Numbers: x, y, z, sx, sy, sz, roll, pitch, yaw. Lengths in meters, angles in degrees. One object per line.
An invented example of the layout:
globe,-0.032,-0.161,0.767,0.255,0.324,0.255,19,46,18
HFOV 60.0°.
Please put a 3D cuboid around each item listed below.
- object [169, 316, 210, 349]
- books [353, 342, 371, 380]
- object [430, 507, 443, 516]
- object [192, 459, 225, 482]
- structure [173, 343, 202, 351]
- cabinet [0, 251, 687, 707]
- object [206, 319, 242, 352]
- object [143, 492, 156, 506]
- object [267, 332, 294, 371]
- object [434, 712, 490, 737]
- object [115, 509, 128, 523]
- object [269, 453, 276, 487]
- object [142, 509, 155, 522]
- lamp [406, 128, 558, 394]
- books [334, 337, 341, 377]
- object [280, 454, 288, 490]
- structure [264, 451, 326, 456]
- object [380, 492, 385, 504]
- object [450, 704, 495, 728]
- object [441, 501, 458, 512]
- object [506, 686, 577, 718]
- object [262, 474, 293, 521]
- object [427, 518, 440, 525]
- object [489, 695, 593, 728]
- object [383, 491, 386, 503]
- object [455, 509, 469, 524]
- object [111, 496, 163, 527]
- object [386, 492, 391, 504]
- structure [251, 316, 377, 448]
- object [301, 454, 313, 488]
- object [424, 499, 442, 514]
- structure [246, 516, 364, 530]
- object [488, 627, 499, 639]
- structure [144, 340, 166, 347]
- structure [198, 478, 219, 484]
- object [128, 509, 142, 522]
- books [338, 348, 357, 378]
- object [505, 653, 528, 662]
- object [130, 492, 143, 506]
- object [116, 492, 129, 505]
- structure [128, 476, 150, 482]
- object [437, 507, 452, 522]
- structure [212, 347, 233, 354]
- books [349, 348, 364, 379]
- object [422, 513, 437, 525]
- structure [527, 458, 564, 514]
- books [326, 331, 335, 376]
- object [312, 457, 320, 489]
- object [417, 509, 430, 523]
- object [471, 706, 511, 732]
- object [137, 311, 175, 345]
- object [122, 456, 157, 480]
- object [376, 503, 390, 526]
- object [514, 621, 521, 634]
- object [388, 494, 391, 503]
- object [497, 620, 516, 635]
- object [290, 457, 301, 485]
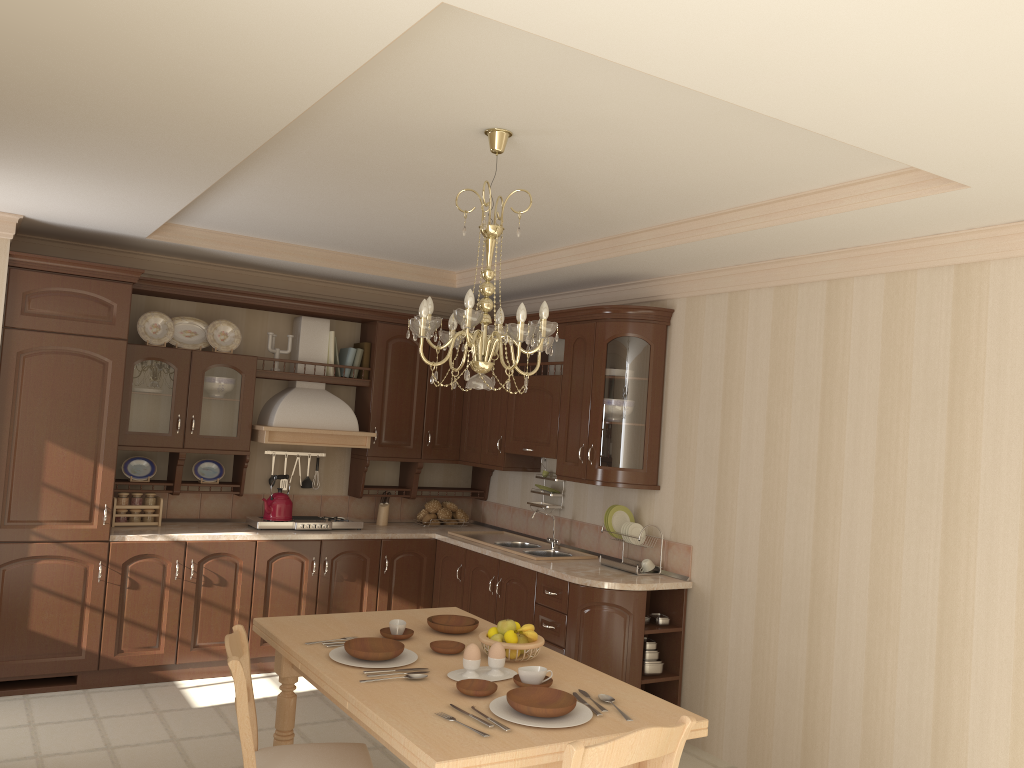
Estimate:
object,-2.020,-0.320,5.541,0.342,0.209,0.073,6,-3,-31
books,-1.046,-0.157,6.158,0.052,0.254,0.205,6,-3,-32
object,-0.549,0.927,6.452,0.110,0.092,0.113,3,-3,20
object,-1.916,0.546,5.605,0.202,0.143,0.071,6,-3,-34
structure,-2.022,-0.272,5.534,0.154,0.126,0.080,6,-3,-32
cabinet,-1.022,0.597,4.910,3.226,2.313,2.436,6,-3,-32
object,-1.818,-0.306,5.599,0.220,0.210,0.068,6,-3,-34
object,-2.199,0.700,5.389,0.068,0.088,0.068,5,-3,-16
object,-1.550,-0.206,5.801,0.174,0.248,0.163,3,-3,21
object,-0.136,0.924,2.409,0.028,0.004,0.218,6,-4,-42
object,-2.331,0.787,5.292,0.068,0.088,0.068,5,-3,-16
object,-1.597,0.573,5.923,0.048,0.231,0.015,6,-3,-30
object,-2.206,0.800,5.385,0.068,0.088,0.068,5,-3,-16
lamp,-0.075,-0.465,3.048,0.502,0.982,0.501,3,-3,28
books,-1.225,-0.182,6.061,0.068,0.271,0.194,6,-3,-32
object,-1.529,0.592,5.969,0.051,0.245,0.003,6,-3,-32
structure,-1.468,0.473,6.014,0.422,0.020,0.008,6,-3,-32
object,-0.919,0.861,6.234,0.027,0.198,0.053,2,-4,42
object,-0.117,0.927,2.482,0.018,0.008,0.212,6,-3,-37
object,-0.458,0.894,6.466,0.112,0.078,0.125,6,-3,-37
object,0.084,0.925,2.560,0.204,0.042,0.204,3,-3,28
object,-1.473,0.716,5.611,0.181,0.282,0.227,4,-3,-9
object,-0.568,0.989,6.373,0.119,0.058,0.114,3,-3,23
object,0.083,0.943,2.560,0.299,0.009,0.299,2,-3,37
object,-0.909,0.852,6.263,0.027,0.191,0.052,3,-3,14
object,-0.364,0.961,6.448,0.097,0.106,0.117,3,-3,14
object,-2.269,0.766,5.339,0.276,0.170,0.140,6,-3,-36
object,-0.883,0.858,6.242,0.027,0.198,0.053,2,-4,42
structure,-1.311,-0.023,5.870,0.753,0.845,0.455,6,-3,-32
object,-1.397,0.597,6.065,0.088,0.236,0.028,6,-3,-32
object,-0.567,0.880,6.378,0.118,0.105,0.100,6,-3,-37
structure,-1.329,0.898,5.755,0.710,0.054,0.325,6,-3,-32
object,-0.065,0.894,3.171,0.045,0.047,0.055,4,-3,0
structure,-2.161,-0.289,5.382,0.110,0.126,0.080,6,-3,-32
structure,-1.913,0.563,5.602,0.110,0.126,0.080,6,-3,-32
object,-2.269,0.793,5.338,0.068,0.088,0.068,5,-3,-16
books,-1.150,-0.144,6.101,0.086,0.209,0.205,6,-3,-32
object,-0.006,0.964,3.147,0.128,0.011,0.128,4,-3,9
object,-2.262,0.693,5.343,0.068,0.088,0.068,5,-3,-16
object,-2.324,0.687,5.297,0.068,0.088,0.068,5,-3,-16
structure,-2.262,0.529,5.387,0.110,0.126,0.080,6,-3,-32
object,-0.486,0.937,6.373,0.110,0.102,0.115,4,-3,-3
structure,-1.823,-0.255,5.593,0.110,0.126,0.080,6,-3,-32
books,-1.102,-0.139,6.120,0.080,0.209,0.205,6,-3,-32
object,-0.590,0.966,6.334,0.104,0.092,0.114,3,-3,15
structure,0.223,0.666,5.834,0.131,0.361,0.256,6,-3,-32
books,-1.253,-0.203,6.036,0.042,0.305,0.194,6,-3,-32
object,-1.339,0.614,6.085,0.049,0.219,0.049,2,-3,36
object,-0.637,0.947,6.387,0.092,0.109,0.123,3,-3,26
object,-0.063,0.930,2.471,0.022,0.008,0.218,6,-3,-29
object,-2.162,-0.340,5.386,0.220,0.210,0.068,6,-3,-34
object,-2.265,0.512,5.391,0.202,0.143,0.071,6,-3,-34
object,-0.902,0.914,6.237,0.078,0.148,0.151,4,-3,6
object,0.004,0.881,3.203,0.054,0.046,0.047,4,-3,10
object,-0.882,0.850,6.280,0.022,0.159,0.050,3,-3,28
object,-0.019,0.870,3.156,0.068,0.061,0.069,5,-3,-15
object,-1.463,0.592,6.009,0.089,0.195,0.005,6,-3,-32
